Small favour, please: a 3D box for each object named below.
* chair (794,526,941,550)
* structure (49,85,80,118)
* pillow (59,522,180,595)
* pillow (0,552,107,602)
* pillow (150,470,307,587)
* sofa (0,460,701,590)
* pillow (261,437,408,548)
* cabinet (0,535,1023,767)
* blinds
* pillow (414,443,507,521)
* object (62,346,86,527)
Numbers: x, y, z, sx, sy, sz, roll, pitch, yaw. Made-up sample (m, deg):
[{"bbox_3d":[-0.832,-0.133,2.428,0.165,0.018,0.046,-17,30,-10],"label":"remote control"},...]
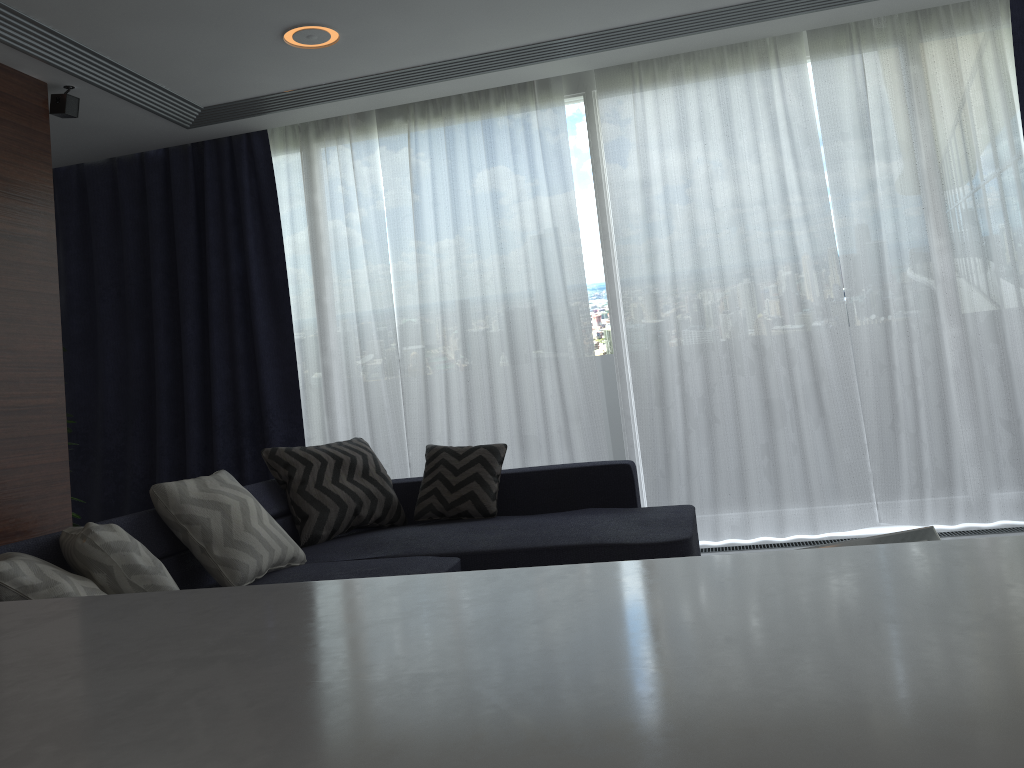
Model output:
[{"bbox_3d":[0.312,0.491,0.513,0.397,0.714,0.460,-5,-4,-15],"label":"chair"},{"bbox_3d":[-2.148,-1.349,4.241,0.114,0.143,0.084,-7,-4,17],"label":"structure"},{"bbox_3d":[-1.099,0.547,2.501,0.281,0.354,0.414,-4,-4,-35],"label":"pillow"},{"bbox_3d":[-1.133,0.555,2.219,0.331,0.296,0.412,-5,-3,-25],"label":"pillow"},{"bbox_3d":[-1.013,0.514,3.181,0.342,0.391,0.493,-7,-3,12],"label":"pillow"},{"bbox_3d":[-0.374,0.643,2.927,1.894,0.612,2.864,-6,-1,12],"label":"sofa"},{"bbox_3d":[-0.808,0.521,4.084,0.352,0.522,0.599,-10,-5,43],"label":"pillow"},{"bbox_3d":[0.445,-0.457,0.102,3.327,2.572,0.781,-7,-5,12],"label":"cabinet"},{"bbox_3d":[-0.114,-0.485,2.160,7.113,2.792,5.785,-7,-2,16],"label":"blinds"},{"bbox_3d":[-0.243,0.450,4.124,0.413,0.347,0.285,-7,-4,17],"label":"pillow"},{"bbox_3d":[-2.458,0.261,4.517,0.504,1.859,0.478,-4,-6,-19],"label":"object"}]
